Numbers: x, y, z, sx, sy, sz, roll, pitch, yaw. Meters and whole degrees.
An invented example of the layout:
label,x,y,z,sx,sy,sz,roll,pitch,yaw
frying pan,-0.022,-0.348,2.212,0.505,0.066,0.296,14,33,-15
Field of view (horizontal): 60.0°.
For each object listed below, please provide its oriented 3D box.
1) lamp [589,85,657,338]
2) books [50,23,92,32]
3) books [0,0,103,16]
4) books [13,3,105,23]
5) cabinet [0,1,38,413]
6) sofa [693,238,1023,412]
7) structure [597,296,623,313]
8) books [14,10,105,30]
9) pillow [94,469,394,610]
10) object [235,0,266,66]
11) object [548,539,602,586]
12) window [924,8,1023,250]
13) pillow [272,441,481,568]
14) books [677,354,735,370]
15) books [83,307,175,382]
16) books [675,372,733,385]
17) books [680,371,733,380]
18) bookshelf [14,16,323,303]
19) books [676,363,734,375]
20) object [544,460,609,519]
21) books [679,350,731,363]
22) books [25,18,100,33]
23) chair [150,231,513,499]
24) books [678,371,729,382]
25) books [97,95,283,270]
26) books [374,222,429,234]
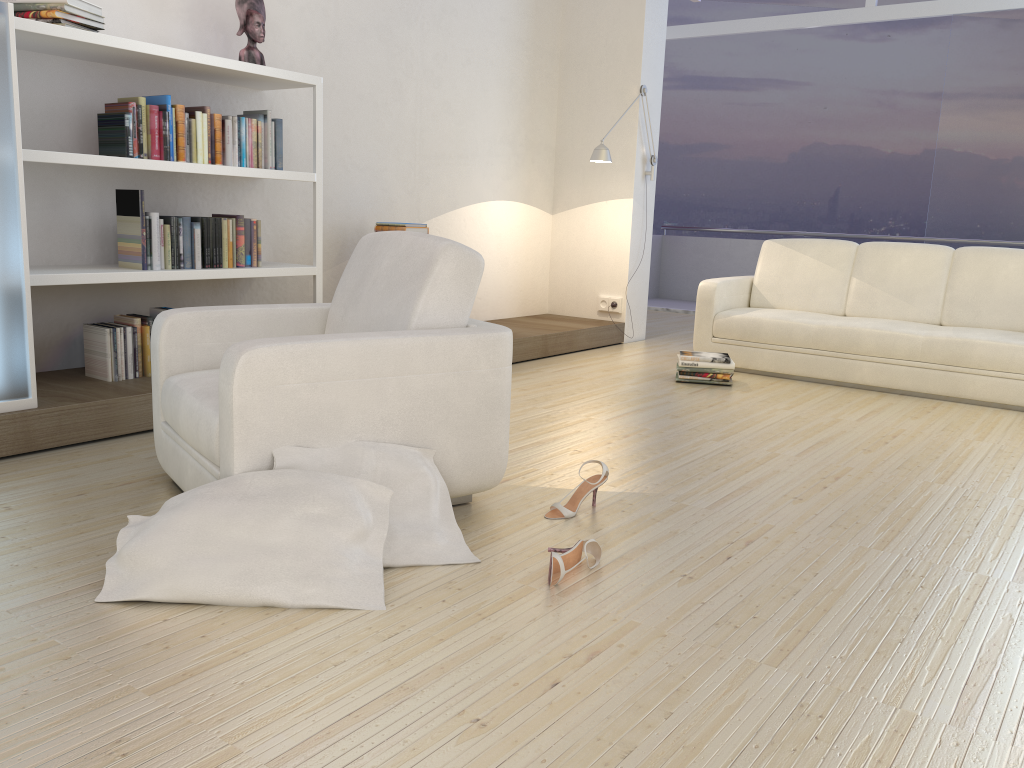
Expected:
label,x,y,z,sx,sy,sz,roll,pitch,yaw
lamp,0.760,-1.221,6.401,0.204,1.841,0.891,9,12,31
books,-1.840,-1.401,3.529,0.328,0.018,0.247,4,11,11
books,-1.836,-1.499,3.510,0.319,0.038,0.247,4,11,6
books,-1.838,-1.467,3.516,0.328,0.027,0.247,4,11,11
cabinet,-2.476,-0.539,2.645,0.689,1.396,1.670,10,13,35
sofa,2.337,-0.445,5.523,2.166,0.862,0.941,10,13,35
structure,0.747,-0.608,6.785,0.206,0.114,0.028,10,13,35
books,-1.821,-1.438,3.515,0.287,0.025,0.247,6,11,20
pillow,-0.649,0.382,2.196,0.712,0.287,0.299,2,11,-2
object,-1.250,-1.715,4.260,0.133,0.409,0.138,1,11,-8
object,0.130,0.461,2.359,0.121,0.091,0.287,10,13,34
window,4.875,-1.577,6.885,2.988,2.706,0.012,10,13,35
pillow,-0.420,0.325,2.369,0.615,0.315,0.312,-3,12,-27
books,1.151,-0.131,5.288,0.319,0.038,0.247,4,11,6
books,-1.431,-0.224,4.214,0.274,0.281,1.125,12,14,42
books,1.147,-0.033,5.307,0.328,0.018,0.247,4,11,11
books,1.167,-0.070,5.293,0.287,0.025,0.247,6,11,20
bookshelf,-1.618,-0.761,4.002,0.465,1.396,1.599,10,13,35
books,1.150,-0.099,5.295,0.328,0.027,0.247,4,11,11
object,0.208,0.334,2.848,0.265,0.149,0.089,-7,14,-41
books,1.146,-0.162,5.284,0.287,0.025,0.247,4,11,9
books,-1.846,-1.419,3.526,0.287,0.018,0.247,4,11,9
chair,-0.593,-0.084,2.880,0.941,0.828,0.919,-5,13,-34
books,1.142,-0.051,5.305,0.287,0.018,0.247,4,11,9
books,-1.434,-0.910,4.071,0.215,0.743,0.831,10,13,35
books,-0.640,-0.597,5.235,0.329,0.694,0.270,10,13,35
